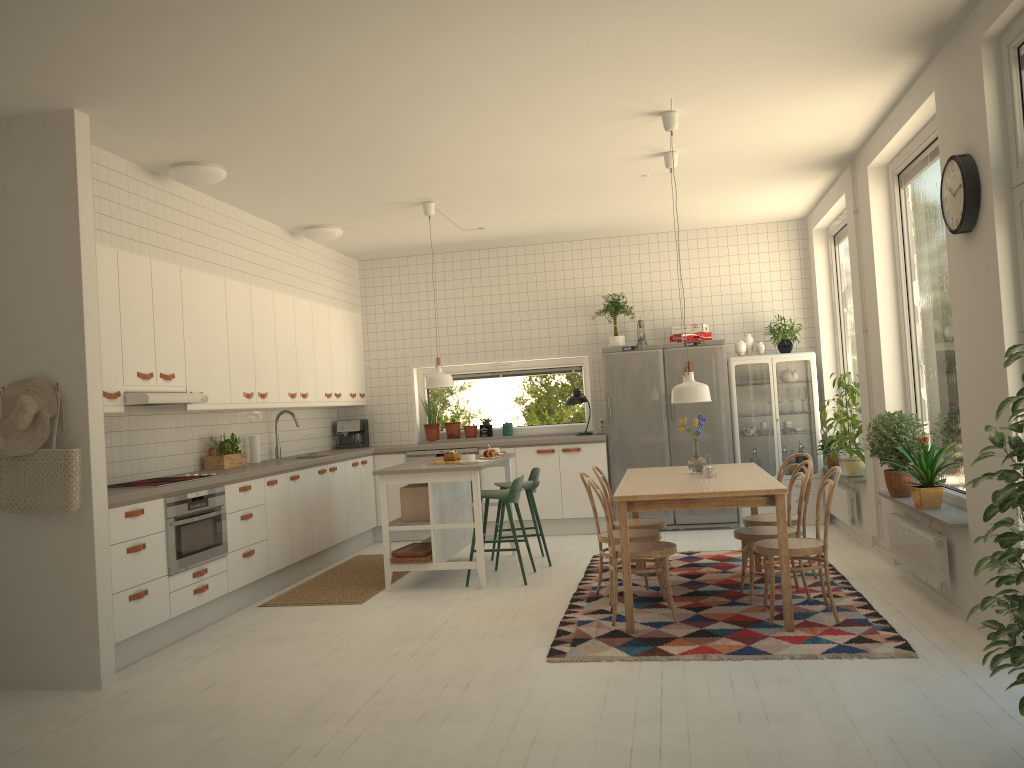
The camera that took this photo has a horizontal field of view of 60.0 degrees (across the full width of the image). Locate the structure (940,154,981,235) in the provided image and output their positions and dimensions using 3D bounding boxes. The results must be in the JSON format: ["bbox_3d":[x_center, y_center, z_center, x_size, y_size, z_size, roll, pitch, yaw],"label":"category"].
[{"bbox_3d":[2.111,-0.895,4.191,0.074,0.371,0.371,-4,-2,10],"label":"structure"}]

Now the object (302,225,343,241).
[{"bbox_3d":[-1.640,-1.296,7.680,0.351,0.101,0.351,-2,-2,-38],"label":"object"}]

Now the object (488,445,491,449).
[{"bbox_3d":[-0.167,0.540,7.284,0.028,0.086,0.102,-2,-2,-39],"label":"object"}]

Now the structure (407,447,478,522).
[{"bbox_3d":[-0.605,0.998,8.908,0.705,0.710,0.704,-4,-2,10],"label":"structure"}]

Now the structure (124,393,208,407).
[{"bbox_3d":[-2.282,0.097,5.526,0.482,0.073,0.681,-4,-1,10],"label":"structure"}]

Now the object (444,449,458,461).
[{"bbox_3d":[-0.462,0.535,6.674,0.086,0.087,0.090,-4,-2,17],"label":"object"}]

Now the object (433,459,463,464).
[{"bbox_3d":[-0.443,0.588,6.738,0.237,0.019,0.306,-4,-2,26],"label":"object"}]

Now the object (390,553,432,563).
[{"bbox_3d":[-0.688,1.248,6.467,0.280,0.030,0.430,-4,-1,10],"label":"object"}]

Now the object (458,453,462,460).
[{"bbox_3d":[-0.425,0.549,6.749,0.083,0.057,0.072,-4,-2,16],"label":"object"}]

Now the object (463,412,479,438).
[{"bbox_3d":[-0.420,0.428,9.214,0.194,0.277,0.176,-3,-2,-23],"label":"object"}]

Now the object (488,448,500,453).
[{"bbox_3d":[-0.150,0.555,7.268,0.094,0.060,0.098,-4,-1,7],"label":"object"}]

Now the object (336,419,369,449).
[{"bbox_3d":[-1.681,0.520,9.187,0.316,0.292,0.279,-4,-2,11],"label":"object"}]

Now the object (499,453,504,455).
[{"bbox_3d":[-0.148,0.582,7.264,0.160,0.020,0.160,-4,-1,6],"label":"object"}]

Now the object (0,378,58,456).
[{"bbox_3d":[-2.422,0.161,4.400,0.335,0.385,0.136,-4,-2,10],"label":"object"}]

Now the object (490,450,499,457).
[{"bbox_3d":[-0.143,0.555,7.107,0.060,0.059,0.074,-3,-2,-21],"label":"object"}]

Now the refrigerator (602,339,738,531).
[{"bbox_3d":[1.513,0.510,8.542,1.146,1.778,0.559,-4,-2,10],"label":"refrigerator"}]

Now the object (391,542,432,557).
[{"bbox_3d":[-0.693,1.220,6.545,0.280,0.030,0.430,-4,-1,18],"label":"object"}]

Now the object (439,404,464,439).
[{"bbox_3d":[-0.618,0.393,9.273,0.258,0.370,0.234,-4,-2,22],"label":"object"}]

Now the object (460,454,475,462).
[{"bbox_3d":[-0.316,0.545,6.477,0.098,0.064,0.094,-3,-2,-32],"label":"object"}]

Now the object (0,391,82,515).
[{"bbox_3d":[-2.357,0.346,4.422,0.439,0.613,0.093,-4,-2,9],"label":"object"}]

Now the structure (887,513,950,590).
[{"bbox_3d":[2.411,0.967,5.242,0.113,0.279,1.029,-4,-1,10],"label":"structure"}]

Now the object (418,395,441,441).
[{"bbox_3d":[-0.830,0.344,9.296,0.300,0.499,0.333,-3,-2,-7],"label":"object"}]

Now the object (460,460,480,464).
[{"bbox_3d":[-0.312,0.573,6.478,0.160,0.020,0.160,-3,-2,-24],"label":"object"}]

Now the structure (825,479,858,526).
[{"bbox_3d":[2.813,0.996,7.543,0.113,0.276,1.016,-4,-1,10],"label":"structure"}]

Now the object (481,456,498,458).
[{"bbox_3d":[-0.176,0.584,7.092,0.122,0.005,0.120,-4,-2,28],"label":"object"}]

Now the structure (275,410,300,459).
[{"bbox_3d":[-1.961,0.438,7.727,0.236,0.421,0.063,-4,-2,17],"label":"structure"}]

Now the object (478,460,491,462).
[{"bbox_3d":[-0.237,0.579,6.631,0.167,0.005,0.167,-4,-1,5],"label":"object"}]

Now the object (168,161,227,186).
[{"bbox_3d":[-1.996,-1.323,5.636,0.351,0.101,0.351,-2,-2,-38],"label":"object"}]

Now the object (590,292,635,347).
[{"bbox_3d":[1.007,-0.623,8.559,0.474,0.545,0.468,-4,-2,24],"label":"object"}]

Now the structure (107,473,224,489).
[{"bbox_3d":[-2.206,0.617,5.490,0.504,0.057,0.763,-4,-1,10],"label":"structure"}]

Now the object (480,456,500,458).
[{"bbox_3d":[-0.176,0.586,7.088,0.167,0.005,0.167,-4,-1,5],"label":"object"}]

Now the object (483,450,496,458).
[{"bbox_3d":[-0.192,0.557,7.082,0.070,0.060,0.131,-2,-2,-42],"label":"object"}]

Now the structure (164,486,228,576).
[{"bbox_3d":[-2.236,0.905,5.497,0.704,0.447,0.682,-4,-2,10],"label":"structure"}]
